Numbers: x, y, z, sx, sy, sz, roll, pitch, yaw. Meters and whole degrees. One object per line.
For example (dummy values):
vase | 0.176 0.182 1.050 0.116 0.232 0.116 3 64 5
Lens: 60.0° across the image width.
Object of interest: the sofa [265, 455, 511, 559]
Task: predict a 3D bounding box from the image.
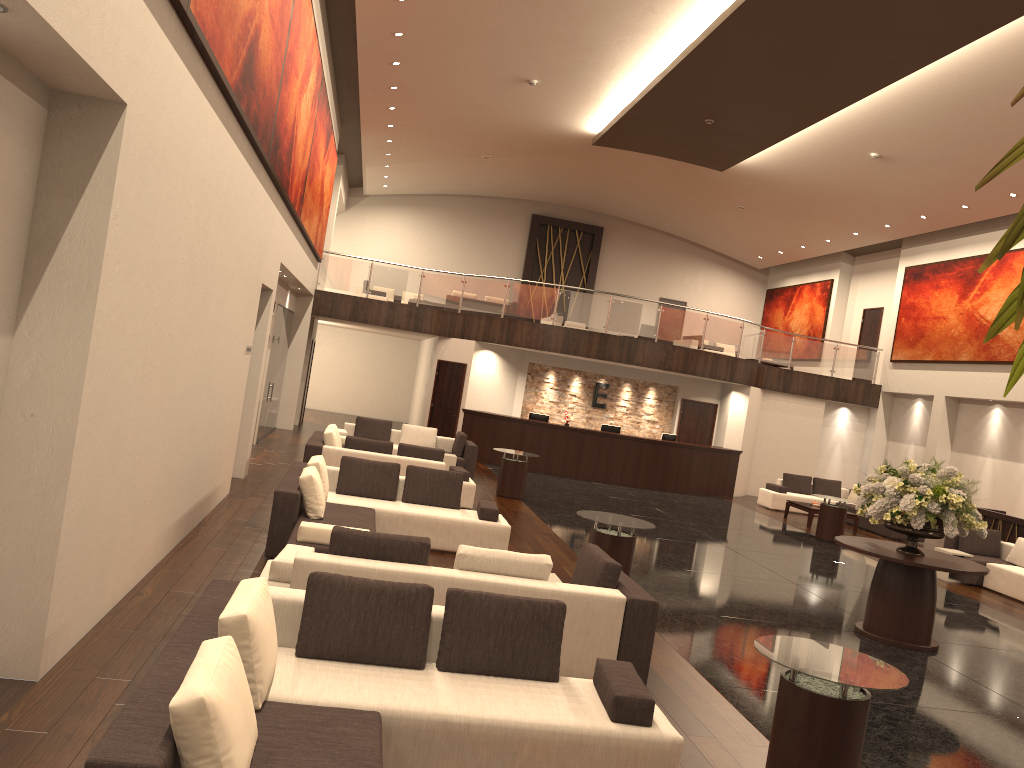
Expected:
sofa | -1.149 1.429 9.287 2.586 0.862 3.366 9 0 -9

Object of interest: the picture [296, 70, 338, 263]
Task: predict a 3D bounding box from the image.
picture | -3.823 -4.001 17.701 0.070 2.526 6.485 9 0 -9

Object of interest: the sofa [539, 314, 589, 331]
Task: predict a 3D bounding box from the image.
sofa | 1.703 -1.735 27.585 1.291 0.862 2.846 9 0 -9

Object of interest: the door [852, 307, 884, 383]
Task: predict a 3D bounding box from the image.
door | 10.150 -1.063 25.298 0.104 2.232 0.990 9 0 -9

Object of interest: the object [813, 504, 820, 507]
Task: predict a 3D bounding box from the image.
object | 6.630 2.621 18.921 0.437 0.040 0.154 9 1 37

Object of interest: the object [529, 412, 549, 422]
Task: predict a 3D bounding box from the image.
object | 0.618 0.952 21.126 0.483 0.485 0.189 9 0 6

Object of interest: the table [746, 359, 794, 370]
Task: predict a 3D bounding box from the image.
table | 7.907 -0.501 27.361 1.100 0.380 1.100 9 0 -9

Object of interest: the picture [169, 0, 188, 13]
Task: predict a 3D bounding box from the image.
picture | -1.530 -3.514 3.339 0.070 2.526 4.515 9 0 -9

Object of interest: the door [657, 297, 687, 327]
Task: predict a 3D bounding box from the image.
door | 5.492 -1.854 31.121 0.990 2.232 0.104 9 0 -9

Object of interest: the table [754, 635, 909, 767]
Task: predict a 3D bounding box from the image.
table | 1.733 1.956 5.024 0.844 0.795 0.833 9 1 42

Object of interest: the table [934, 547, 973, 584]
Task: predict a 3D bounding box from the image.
table | 7.010 2.892 14.141 0.400 0.460 0.400 9 0 -9

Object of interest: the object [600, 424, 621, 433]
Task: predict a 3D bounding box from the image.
object | 2.328 1.225 21.134 0.483 0.485 0.189 9 0 -9

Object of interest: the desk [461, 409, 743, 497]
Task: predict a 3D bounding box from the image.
desk | 2.242 1.710 21.321 7.146 1.171 1.674 9 0 -8

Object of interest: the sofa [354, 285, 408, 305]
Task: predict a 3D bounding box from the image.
sofa | -3.224 -2.521 27.660 3.366 0.862 2.586 9 0 -9

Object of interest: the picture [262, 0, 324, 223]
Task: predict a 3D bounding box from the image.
picture | -2.954 -3.816 12.261 0.070 2.526 4.515 9 0 -9

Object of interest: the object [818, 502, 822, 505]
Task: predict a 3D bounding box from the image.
object | 6.647 2.588 19.054 0.119 0.106 0.119 9 1 -27

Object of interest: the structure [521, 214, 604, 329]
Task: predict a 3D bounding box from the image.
structure | 1.582 -3.487 30.350 2.524 4.236 0.187 9 0 -9

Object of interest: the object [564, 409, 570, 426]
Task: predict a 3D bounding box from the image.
object | 1.295 0.781 20.689 0.163 0.390 0.165 9 0 -2

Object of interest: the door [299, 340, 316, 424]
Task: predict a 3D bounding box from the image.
door | -5.444 -0.070 23.538 0.104 2.232 0.990 9 0 -9

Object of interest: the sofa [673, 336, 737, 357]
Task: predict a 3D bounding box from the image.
sofa | 6.998 -0.898 28.307 3.366 0.862 2.586 9 0 -9

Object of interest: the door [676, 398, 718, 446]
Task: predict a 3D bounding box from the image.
door | 4.691 1.548 22.968 0.990 2.232 0.104 9 0 -9

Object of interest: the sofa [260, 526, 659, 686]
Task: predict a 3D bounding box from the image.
sofa | -0.454 1.561 6.750 2.846 0.862 1.291 9 0 -9

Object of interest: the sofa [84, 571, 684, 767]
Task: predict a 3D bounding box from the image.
sofa | -0.255 1.618 3.688 2.586 0.862 3.366 9 0 -9

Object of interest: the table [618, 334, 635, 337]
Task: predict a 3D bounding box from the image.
table | 3.439 -1.249 26.958 0.400 0.460 0.400 9 0 -9

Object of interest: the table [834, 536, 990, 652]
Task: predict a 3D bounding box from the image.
table | 4.136 2.239 9.390 1.498 0.921 1.498 9 1 -18

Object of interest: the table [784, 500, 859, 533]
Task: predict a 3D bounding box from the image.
table | 6.607 2.827 18.972 1.100 0.380 1.100 9 0 -9

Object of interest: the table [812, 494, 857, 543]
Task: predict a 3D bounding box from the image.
table | 5.980 2.535 16.578 0.833 0.795 0.844 9 1 30

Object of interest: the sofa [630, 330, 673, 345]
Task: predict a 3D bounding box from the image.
sofa | 3.989 -1.373 27.836 1.291 0.862 2.846 9 0 -9

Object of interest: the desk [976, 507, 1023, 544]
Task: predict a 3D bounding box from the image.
desk | 9.155 2.924 15.602 0.700 1.043 2.606 9 0 -9

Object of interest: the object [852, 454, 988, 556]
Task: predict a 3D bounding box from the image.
object | 4.269 1.239 9.380 1.402 1.097 1.453 9 1 37

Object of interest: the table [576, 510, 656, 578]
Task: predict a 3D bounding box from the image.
table | 1.024 1.807 9.285 0.844 0.795 0.833 9 1 42

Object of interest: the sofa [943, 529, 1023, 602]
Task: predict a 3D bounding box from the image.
sofa | 7.807 2.820 13.471 1.291 0.862 2.846 9 0 -9

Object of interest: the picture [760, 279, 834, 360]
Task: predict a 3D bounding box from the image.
picture | 9.214 -2.020 29.208 0.070 2.526 4.515 9 0 -9

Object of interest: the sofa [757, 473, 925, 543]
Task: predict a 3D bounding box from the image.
sofa | 7.371 2.696 19.928 2.586 0.862 3.366 9 0 -9

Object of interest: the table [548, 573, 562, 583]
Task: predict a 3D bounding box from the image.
table | 0.175 1.859 7.527 0.400 0.460 0.400 9 0 -9

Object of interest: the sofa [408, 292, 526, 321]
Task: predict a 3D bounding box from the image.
sofa | -1.426 -2.224 26.437 3.366 0.862 2.586 9 0 -9

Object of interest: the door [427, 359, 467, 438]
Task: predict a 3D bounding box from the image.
door | -1.607 0.560 21.436 0.990 2.232 0.104 9 1 41

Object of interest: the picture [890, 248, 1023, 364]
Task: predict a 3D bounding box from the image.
picture | 10.669 -1.711 20.092 0.070 2.526 6.485 9 0 -9

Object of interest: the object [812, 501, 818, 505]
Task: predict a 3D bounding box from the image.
object | 6.546 2.571 19.170 0.119 0.106 0.119 9 0 14

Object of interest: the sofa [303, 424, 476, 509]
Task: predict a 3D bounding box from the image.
sofa | -2.009 1.247 14.565 2.586 0.862 3.366 9 0 -9

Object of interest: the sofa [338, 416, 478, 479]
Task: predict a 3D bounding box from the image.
sofa | -2.120 1.207 17.190 2.846 0.862 1.291 9 0 -9

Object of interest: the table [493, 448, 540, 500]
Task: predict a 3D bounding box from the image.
table | 0.017 1.593 15.594 0.833 0.795 0.844 9 1 30

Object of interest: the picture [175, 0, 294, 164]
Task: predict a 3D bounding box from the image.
picture | -2.242 -3.665 7.802 0.070 2.526 4.515 9 0 -9

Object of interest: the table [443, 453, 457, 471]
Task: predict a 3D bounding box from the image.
table | -1.284 1.549 16.668 0.400 0.460 0.400 9 0 -9

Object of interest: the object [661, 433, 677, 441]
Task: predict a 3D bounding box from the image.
object | 3.791 1.454 21.556 0.483 0.485 0.189 9 1 -34
